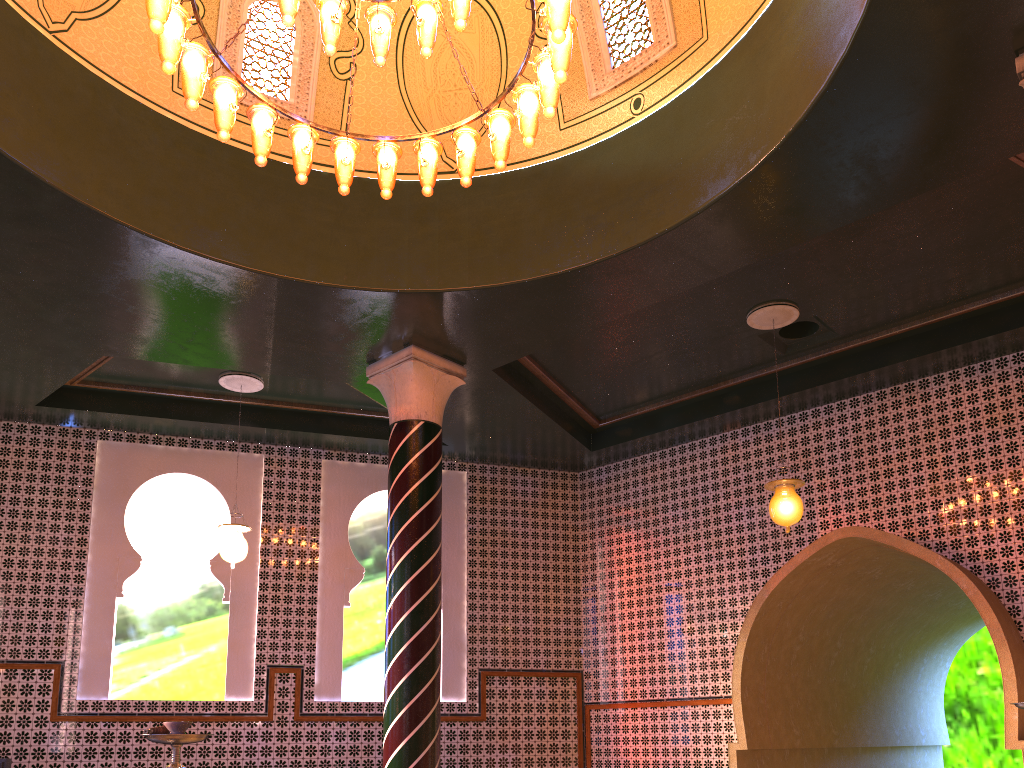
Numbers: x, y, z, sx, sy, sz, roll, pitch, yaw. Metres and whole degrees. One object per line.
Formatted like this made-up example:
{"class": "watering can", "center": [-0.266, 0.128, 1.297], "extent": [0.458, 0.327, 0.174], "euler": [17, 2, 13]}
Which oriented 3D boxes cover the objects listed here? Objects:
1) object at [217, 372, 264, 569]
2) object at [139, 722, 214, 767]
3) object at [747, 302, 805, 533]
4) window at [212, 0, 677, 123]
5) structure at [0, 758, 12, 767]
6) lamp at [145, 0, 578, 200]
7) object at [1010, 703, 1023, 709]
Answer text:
{"class": "object", "center": [-3.252, 1.053, 10.203], "extent": [0.526, 2.218, 0.536], "euler": [-7, -13, 31]}
{"class": "object", "center": [-1.484, 2.084, 3.701], "extent": [0.304, 1.199, 0.480], "euler": [6, -14, -30]}
{"class": "object", "center": [2.695, 0.371, 8.687], "extent": [0.526, 2.218, 0.536], "euler": [-7, -13, 31]}
{"class": "window", "center": [-1.025, -4.020, 5.413], "extent": [5.506, 1.111, 6.105], "euler": [4, -23, -11]}
{"class": "structure", "center": [-6.577, 5.003, 9.062], "extent": [1.655, 1.983, 1.427], "euler": [-4, -15, 12]}
{"class": "lamp", "center": [-0.868, -3.954, 5.434], "extent": [2.521, 4.406, 2.550], "euler": [11, -18, -38]}
{"class": "object", "center": [3.203, 2.416, 4.988], "extent": [0.304, 1.200, 0.477], "euler": [9, -15, -38]}
